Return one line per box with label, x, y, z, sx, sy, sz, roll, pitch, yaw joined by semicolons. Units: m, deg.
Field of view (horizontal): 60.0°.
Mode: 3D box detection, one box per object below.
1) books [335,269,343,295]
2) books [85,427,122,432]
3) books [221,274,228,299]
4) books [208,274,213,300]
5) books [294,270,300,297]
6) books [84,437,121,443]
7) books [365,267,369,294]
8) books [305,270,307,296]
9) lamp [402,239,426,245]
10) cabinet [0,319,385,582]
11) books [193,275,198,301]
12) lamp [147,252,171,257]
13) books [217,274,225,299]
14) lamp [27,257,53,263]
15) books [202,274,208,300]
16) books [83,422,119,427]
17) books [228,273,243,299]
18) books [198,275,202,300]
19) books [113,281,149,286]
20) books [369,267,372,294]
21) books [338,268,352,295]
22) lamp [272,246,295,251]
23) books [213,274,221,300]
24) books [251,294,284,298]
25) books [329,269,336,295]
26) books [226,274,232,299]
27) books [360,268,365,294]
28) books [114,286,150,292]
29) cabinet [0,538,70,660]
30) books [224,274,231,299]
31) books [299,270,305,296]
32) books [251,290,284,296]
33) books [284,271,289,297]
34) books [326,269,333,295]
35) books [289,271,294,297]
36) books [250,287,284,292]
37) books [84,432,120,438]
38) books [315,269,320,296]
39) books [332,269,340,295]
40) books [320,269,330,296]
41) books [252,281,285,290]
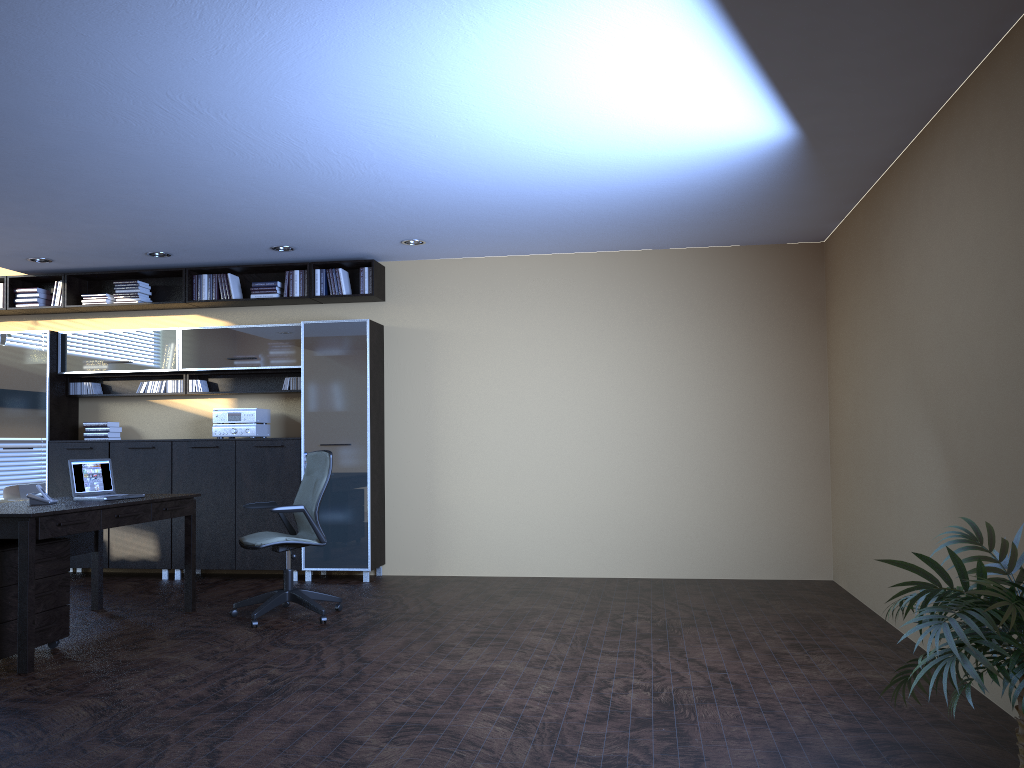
books;-1.617;-0.953;8.447;0.075;0.259;0.208;-1;-3;9
books;-4.048;0.454;8.793;0.258;0.050;0.208;-1;-4;9
books;-2.758;-0.927;8.633;0.075;0.259;0.208;-1;-3;9
books;-2.904;-0.924;8.661;0.050;0.258;0.208;-1;-3;9
books;-2.032;-0.944;8.512;0.050;0.258;0.208;-1;-3;9
books;-4.050;0.555;8.775;0.258;0.050;0.208;-1;-4;9
books;-1.352;-0.959;8.409;0.036;0.258;0.208;-1;-3;9
books;-1.929;-0.946;8.496;0.050;0.258;0.208;-1;-3;9
lamp;-0.862;-1.287;7.782;0.209;0.096;0.208;-2;-4;27
cabinet;-3.178;0.659;8.587;3.876;2.396;0.491;-1;-2;9
books;-3.058;-0.920;8.683;0.050;0.258;0.208;-1;-3;9
lamp;-3.245;-1.234;8.150;0.209;0.096;0.208;-1;-4;3
books;-2.790;-0.927;8.639;0.075;0.259;0.208;-1;-3;9
lamp;-4.436;-1.207;8.334;0.209;0.096;0.208;-2;-4;27
books;-2.956;-0.923;8.662;0.050;0.258;0.208;-1;-3;9
books;-4.071;0.403;8.788;0.258;0.050;0.208;-1;-4;8
books;-2.684;-0.930;8.608;0.072;0.257;0.208;-1;-3;8
books;-3.007;-0.921;8.675;0.050;0.258;0.208;-1;-3;9
books;-3.775;-0.991;8.789;0.258;0.028;0.208;-1;-4;9
books;-1.307;-0.960;8.402;0.050;0.258;0.208;-1;-3;8
books;-1.586;-0.954;8.440;0.075;0.259;0.208;-1;-3;8
lamp;-2.053;-1.261;7.966;0.209;0.096;0.208;-1;-4;3
books;-2.853;-0.925;8.650;0.050;0.258;0.208;-1;-3;9
books;-2.360;-0.831;8.575;0.258;0.050;0.208;-1;-4;8
books;-1.680;-0.952;8.456;0.075;0.259;0.208;-1;-3;8
books;-2.703;-0.928;8.637;0.072;0.257;0.208;-1;-3;9
books;-1.395;-0.957;8.427;0.050;0.258;0.208;-1;-3;8
books;-3.765;-0.935;8.785;0.258;0.028;0.208;-1;-4;8
cabinet;-3.070;1.305;5.346;0.500;0.679;0.635;-1;-3;9
books;-2.727;-0.926;8.624;0.072;0.257;0.208;-1;-3;9
books;-1.980;-0.945;8.505;0.050;0.258;0.208;-1;-3;9
books;-2.351;-0.874;8.568;0.258;0.031;0.208;-1;-4;9
books;-2.135;-0.941;8.534;0.055;0.260;0.208;-1;-3;9
books;-1.709;-0.950;8.482;0.075;0.259;0.208;-1;-3;9
books;-2.082;-0.942;8.529;0.050;0.258;0.208;-1;-3;9
books;-2.364;-0.905;8.571;0.258;0.031;0.208;-1;-4;8
books;-4.061;0.504;8.784;0.258;0.050;0.208;-1;-4;9
books;-1.827;-0.949;8.478;0.050;0.258;0.208;-1;-3;8
books;-1.648;-0.953;8.455;0.075;0.259;0.208;-1;-3;9
books;-1.776;-0.950;8.470;0.050;0.258;0.208;-1;-3;9
books;-2.344;-0.947;8.561;0.258;0.050;0.208;-1;-4;9
